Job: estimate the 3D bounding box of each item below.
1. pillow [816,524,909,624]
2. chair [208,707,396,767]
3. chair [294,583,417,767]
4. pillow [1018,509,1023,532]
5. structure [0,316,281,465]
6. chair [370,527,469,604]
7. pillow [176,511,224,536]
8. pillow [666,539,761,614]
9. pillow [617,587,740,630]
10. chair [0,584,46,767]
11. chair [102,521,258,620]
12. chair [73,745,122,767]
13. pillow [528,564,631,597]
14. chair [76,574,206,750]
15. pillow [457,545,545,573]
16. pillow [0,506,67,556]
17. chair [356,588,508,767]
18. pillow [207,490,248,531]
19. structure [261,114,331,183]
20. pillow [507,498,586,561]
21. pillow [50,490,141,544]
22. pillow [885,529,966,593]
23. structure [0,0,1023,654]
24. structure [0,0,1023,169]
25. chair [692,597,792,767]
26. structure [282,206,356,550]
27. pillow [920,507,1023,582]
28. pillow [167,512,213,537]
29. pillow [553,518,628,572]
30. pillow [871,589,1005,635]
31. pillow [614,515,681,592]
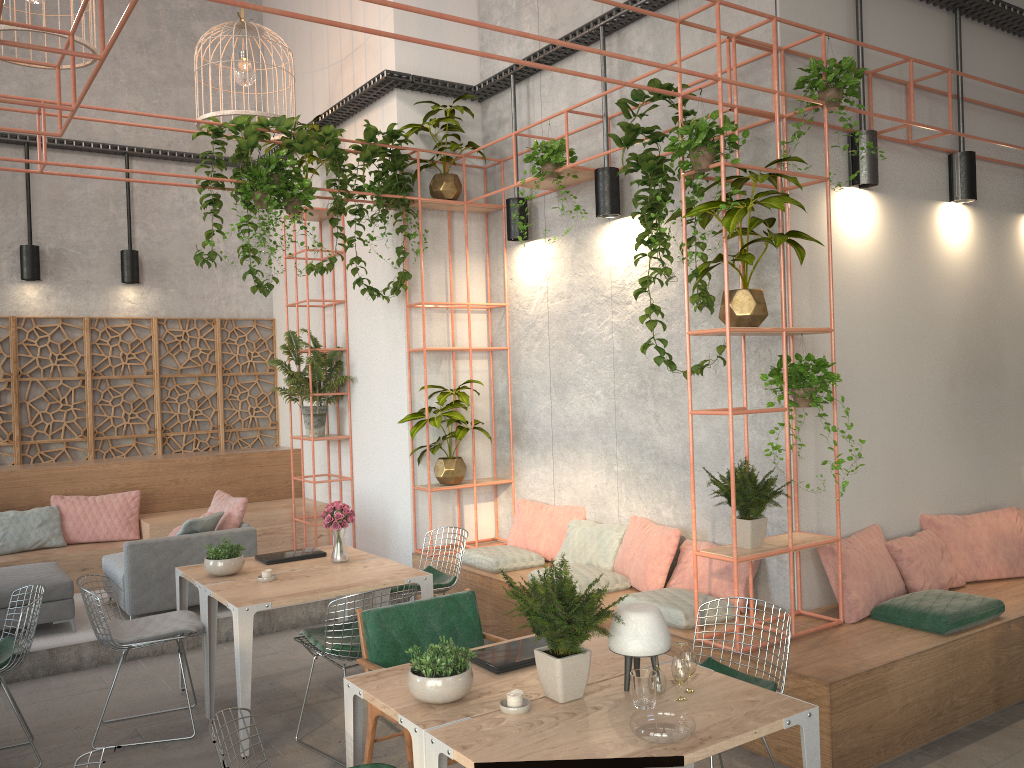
[{"bbox_3d":[2.250,1.194,5.660,0.839,0.474,0.276,-2,1,-44],"label":"pillow"},{"bbox_3d":[-0.627,1.568,2.985,0.717,0.941,0.565,-2,0,-18],"label":"chair"},{"bbox_3d":[-0.872,1.562,5.022,0.565,0.941,0.717,-2,1,-38],"label":"chair"},{"bbox_3d":[3.860,1.178,6.716,0.666,0.385,0.289,-2,1,-39],"label":"pillow"},{"bbox_3d":[-6.313,0.391,8.491,9.782,2.103,0.132,-2,0,-34],"label":"structure"},{"bbox_3d":[-0.665,1.545,6.371,0.717,0.941,0.565,-2,0,-33],"label":"chair"},{"bbox_3d":[-2.663,1.272,7.441,0.308,0.349,0.495,-2,0,16],"label":"pillow"},{"bbox_3d":[1.338,1.269,5.925,0.289,0.385,0.666,-2,1,-39],"label":"pillow"},{"bbox_3d":[1.047,1.419,5.646,0.491,0.149,0.637,-2,0,-33],"label":"pillow"},{"bbox_3d":[-2.934,1.632,4.845,0.717,0.941,0.565,-2,0,-33],"label":"chair"},{"bbox_3d":[-2.850,1.545,7.585,1.052,0.672,1.127,-2,0,-34],"label":"chair"},{"bbox_3d":[-1.391,1.597,2.460,0.717,0.941,0.565,-2,0,-33],"label":"chair"},{"bbox_3d":[0.480,1.432,6.491,0.491,0.149,0.637,-2,0,-33],"label":"pillow"},{"bbox_3d":[-2.201,1.604,5.329,0.717,0.941,0.565,-2,0,-18],"label":"chair"},{"bbox_3d":[-0.105,1.446,7.361,0.491,0.149,0.637,-2,0,-33],"label":"pillow"},{"bbox_3d":[-4.593,1.380,8.363,0.666,0.385,0.289,-2,1,-39],"label":"pillow"},{"bbox_3d":[-0.307,1.552,4.321,0.722,0.917,0.685,-2,0,-34],"label":"chair"},{"bbox_3d":[-2.582,1.220,7.896,0.273,0.476,0.836,-2,0,-34],"label":"pillow"},{"bbox_3d":[-2.144,-2.301,8.963,0.903,0.803,0.934,-2,0,28],"label":"structure"},{"bbox_3d":[0.281,1.245,7.534,0.276,0.474,0.839,-2,1,-44],"label":"pillow"},{"bbox_3d":[-4.101,1.314,8.720,0.839,0.474,0.276,-2,0,-14],"label":"pillow"},{"bbox_3d":[2.797,1.219,6.001,0.666,0.385,0.289,-2,1,-39],"label":"pillow"},{"bbox_3d":[0.439,-0.400,6.555,14.096,4.345,4.501,-2,0,-35],"label":"structure"},{"bbox_3d":[0.082,-2.675,3.593,15.203,0.110,15.603,-2,0,-34],"label":"structure"},{"bbox_3d":[0.909,1.509,4.027,0.717,0.941,0.565,-2,0,-33],"label":"chair"},{"bbox_3d":[-1.987,0.039,9.117,0.424,3.596,0.624,-2,0,-34],"label":"structure"},{"bbox_3d":[3.337,1.152,6.338,0.839,0.474,0.276,-2,0,-14],"label":"pillow"},{"bbox_3d":[-2.868,1.295,7.846,0.479,0.317,0.441,-2,1,37],"label":"pillow"},{"bbox_3d":[0.623,1.286,6.989,0.289,0.385,0.666,-2,1,-39],"label":"pillow"},{"bbox_3d":[2.581,1.370,5.370,0.637,0.149,0.491,-2,0,-33],"label":"pillow"},{"bbox_3d":[0.959,1.230,6.447,0.276,0.474,0.839,-2,0,-14],"label":"pillow"}]
